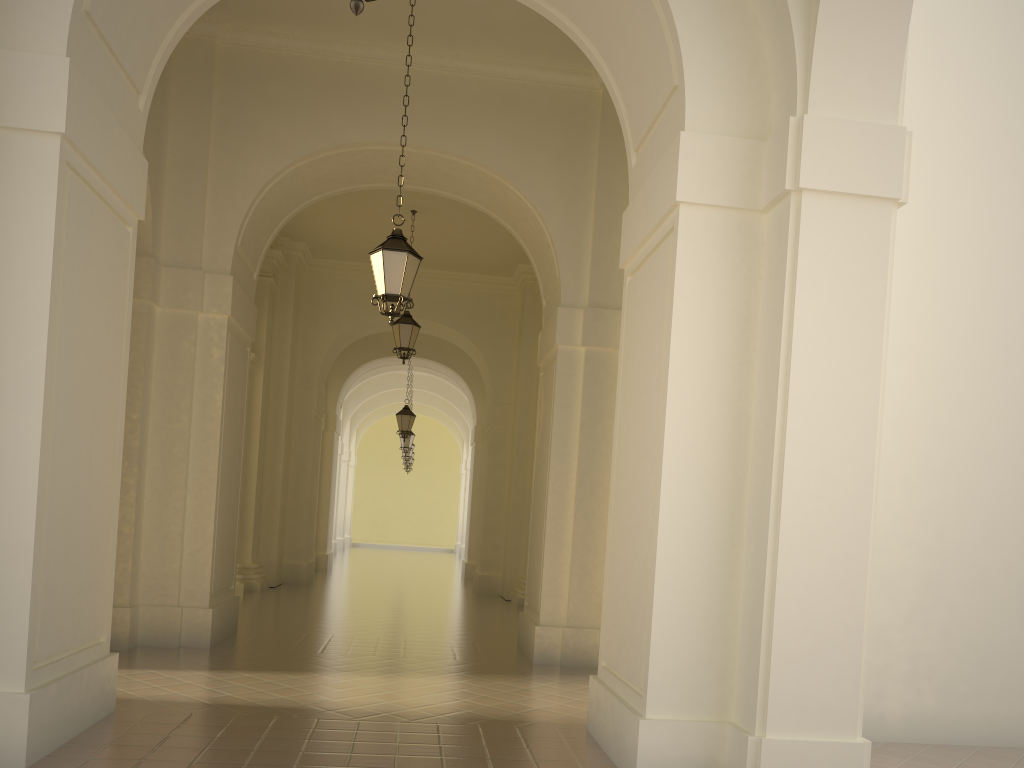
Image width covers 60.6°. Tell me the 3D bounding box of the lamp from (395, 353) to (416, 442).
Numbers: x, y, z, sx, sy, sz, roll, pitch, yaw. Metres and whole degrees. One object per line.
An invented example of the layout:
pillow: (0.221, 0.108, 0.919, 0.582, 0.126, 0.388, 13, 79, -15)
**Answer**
lamp: (-2.469, -0.253, 20.935, 0.444, 3.307, 0.507, 4, 0, -36)

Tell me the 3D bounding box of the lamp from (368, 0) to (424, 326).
lamp: (-1.005, -2.181, 8.073, 0.444, 3.307, 0.507, 4, 0, -36)

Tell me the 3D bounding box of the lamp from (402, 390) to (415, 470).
lamp: (-3.914, 1.649, 33.627, 0.511, 3.307, 0.442, 4, 0, -6)

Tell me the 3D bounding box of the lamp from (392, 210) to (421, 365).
lamp: (-1.714, -1.596, 14.522, 0.440, 2.564, 0.512, 4, 0, 24)

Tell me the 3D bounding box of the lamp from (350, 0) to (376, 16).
lamp: (-0.434, -2.933, 3.055, 0.511, 3.307, 0.442, 4, 0, -6)

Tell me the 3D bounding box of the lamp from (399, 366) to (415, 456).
lamp: (-3.040, 0.499, 25.953, 0.511, 3.307, 0.442, 4, 0, -6)

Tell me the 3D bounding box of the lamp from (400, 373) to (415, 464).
lamp: (-3.481, 1.079, 29.825, 0.511, 3.307, 0.442, 4, 0, -6)

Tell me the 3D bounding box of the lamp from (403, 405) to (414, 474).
lamp: (-4.344, 2.216, 37.406, 0.511, 3.307, 0.442, 4, 0, -6)
